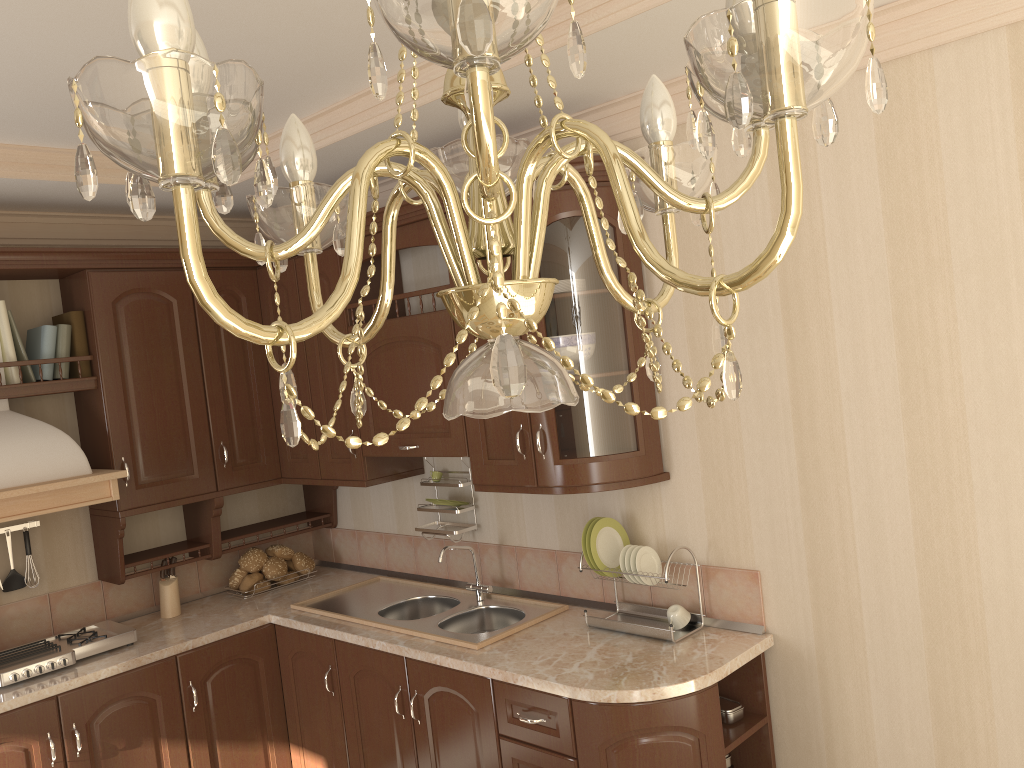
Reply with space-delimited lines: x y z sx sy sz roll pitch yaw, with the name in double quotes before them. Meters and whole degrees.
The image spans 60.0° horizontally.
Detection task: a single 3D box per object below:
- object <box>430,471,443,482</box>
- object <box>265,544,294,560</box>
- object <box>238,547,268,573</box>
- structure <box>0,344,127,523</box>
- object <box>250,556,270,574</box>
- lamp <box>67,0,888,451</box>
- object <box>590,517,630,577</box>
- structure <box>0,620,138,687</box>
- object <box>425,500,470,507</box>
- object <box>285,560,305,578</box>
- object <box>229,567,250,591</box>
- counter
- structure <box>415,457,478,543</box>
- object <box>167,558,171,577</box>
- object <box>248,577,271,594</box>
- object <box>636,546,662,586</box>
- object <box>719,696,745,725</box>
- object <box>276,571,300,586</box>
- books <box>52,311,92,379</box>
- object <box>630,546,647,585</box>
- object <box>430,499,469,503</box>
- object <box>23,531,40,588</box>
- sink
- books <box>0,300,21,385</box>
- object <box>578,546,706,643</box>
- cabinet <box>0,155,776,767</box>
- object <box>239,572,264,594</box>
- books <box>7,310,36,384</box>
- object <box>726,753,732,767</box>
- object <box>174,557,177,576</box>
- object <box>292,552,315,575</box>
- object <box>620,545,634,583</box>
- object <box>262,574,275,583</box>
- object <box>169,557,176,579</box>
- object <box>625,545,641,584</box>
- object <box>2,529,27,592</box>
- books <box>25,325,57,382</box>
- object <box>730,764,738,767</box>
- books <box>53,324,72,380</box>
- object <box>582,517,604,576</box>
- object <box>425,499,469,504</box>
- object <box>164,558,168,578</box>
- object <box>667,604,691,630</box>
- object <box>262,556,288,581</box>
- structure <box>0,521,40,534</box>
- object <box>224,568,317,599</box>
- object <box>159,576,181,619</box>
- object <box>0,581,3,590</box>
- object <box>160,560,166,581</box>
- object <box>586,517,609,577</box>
"object" -0.299 0.368 3.551 0.044 0.051 0.049 -6 2 13
"object" -1.045 0.758 3.981 0.125 0.078 0.112 -5 3 39
"object" -1.129 0.769 3.869 0.100 0.105 0.118 -5 3 39
"structure" -1.863 0.051 3.113 0.455 0.845 0.753 -4 3 44
"object" -1.123 0.808 3.949 0.110 0.092 0.113 -6 2 6
"lamp" -0.055 -0.461 0.633 0.502 0.982 0.501 -6 2 14
"object" 0.320 0.528 2.872 0.047 0.188 0.193 -4 3 45
"structure" -1.697 0.963 3.088 0.325 0.054 0.710 -4 3 44
"object" -0.253 0.463 3.467 0.174 0.051 0.167 -4 3 44
"object" -0.996 0.834 4.032 0.125 0.100 0.091 -5 3 39
"object" -1.187 0.848 3.868 0.092 0.109 0.123 -6 2 12
"counter" -0.990 0.960 2.535 2.422 0.034 2.603 -4 3 44
"structure" -0.276 0.441 3.508 0.256 0.361 0.131 -4 3 44
"object" -1.433 0.811 3.708 0.016 0.158 0.051 -6 2 7
"object" -1.111 0.876 3.874 0.119 0.058 0.114 -6 2 9
"object" 0.427 0.568 2.771 0.034 0.119 0.123 -4 3 44
"object" 0.635 0.980 2.665 0.084 0.045 0.120 -8 3 -35
"object" -1.005 0.863 3.957 0.105 0.060 0.103 -5 3 39
"books" -1.706 -0.146 3.441 0.205 0.254 0.052 -4 3 44
"object" 0.412 0.569 2.786 0.034 0.119 0.123 -4 3 44
"object" -0.252 0.457 3.468 0.174 0.051 0.167 -4 3 44
"object" -1.837 0.669 3.377 0.049 0.219 0.049 -6 2 22
"sink" -0.348 0.773 3.308 1.077 0.348 0.448 -4 3 44
"books" -1.880 -0.146 3.269 0.194 0.305 0.042 -4 3 44
"object" 0.403 0.637 2.805 0.359 0.275 0.172 -4 3 45
"cabinet" -1.244 0.657 2.314 2.436 2.313 3.226 -4 3 44
"object" -1.125 0.861 3.829 0.104 0.092 0.114 -6 2 1
"books" -1.856 -0.132 3.303 0.194 0.271 0.068 -4 3 44
"object" 0.592 1.118 2.646 0.084 0.045 0.120 -8 3 -35
"object" -1.410 0.804 3.697 0.022 0.159 0.050 -6 2 14
"object" -0.940 0.807 3.992 0.097 0.106 0.117 -6 2 0
"object" 0.382 0.571 2.816 0.034 0.119 0.123 -4 3 44
"object" -1.066 0.846 3.972 0.098 0.094 0.114 -5 2 24
"object" -1.400 0.814 3.660 0.027 0.198 0.053 -5 2 28
"object" 0.397 0.570 2.801 0.123 0.119 0.034 -9 3 -44
"object" -1.889 0.665 3.342 0.028 0.236 0.088 -4 3 44
"books" -1.788 -0.111 3.362 0.205 0.209 0.086 -4 3 44
"object" 0.597 1.165 2.648 0.106 0.057 0.152 -8 3 -35
"books" -1.746 -0.116 3.393 0.205 0.209 0.080 -4 3 44
"object" 0.294 0.530 2.898 0.047 0.188 0.193 -4 3 45
"object" -0.252 0.460 3.468 0.174 0.051 0.167 -4 3 44
"object" -1.431 0.812 3.674 0.027 0.191 0.052 -6 2 0
"object" 0.520 0.723 2.762 0.073 0.072 0.085 -6 2 8
"object" -1.041 0.810 3.889 0.110 0.102 0.115 -7 2 -17
"structure" -1.966 0.558 3.264 0.008 0.020 0.422 -4 3 44
"object" -1.065 0.870 3.930 0.199 0.060 0.364 -4 3 44
"object" -1.408 0.873 3.657 0.078 0.148 0.151 -7 2 -8
"object" -1.939 0.675 3.272 0.005 0.195 0.089 -4 3 44
"object" -1.432 0.824 3.644 0.027 0.198 0.053 -5 2 28
"object" 0.307 0.529 2.885 0.047 0.188 0.193 -4 3 45
